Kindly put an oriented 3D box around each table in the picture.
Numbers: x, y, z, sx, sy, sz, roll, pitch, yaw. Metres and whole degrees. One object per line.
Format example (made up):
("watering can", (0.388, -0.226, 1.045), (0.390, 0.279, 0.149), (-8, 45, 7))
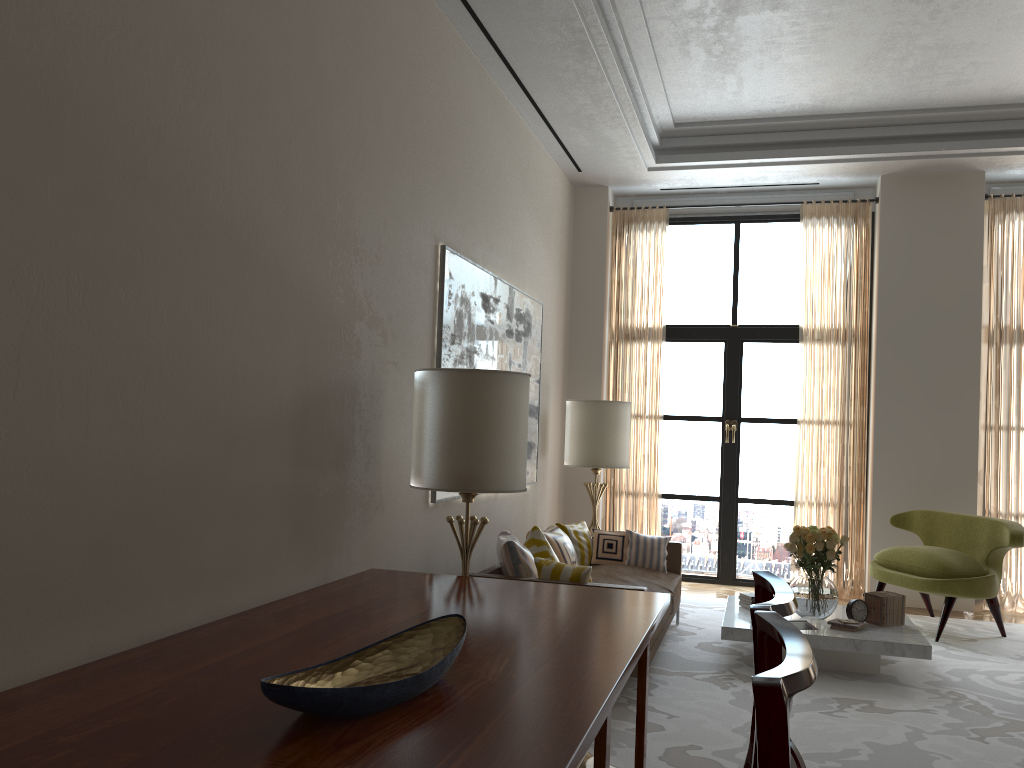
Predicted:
("table", (2.674, 2.218, 7.765), (1.583, 0.343, 1.502), (1, -3, 16))
("table", (-0.522, 1.542, 3.318), (1.800, 1.026, 3.805), (1, -3, 16))

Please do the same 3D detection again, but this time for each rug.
("rug", (3.771, 2.357, 7.026), (5.516, 0.065, 5.738), (1, -3, 16))

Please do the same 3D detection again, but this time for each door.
("door", (2.846, 0.203, 11.378), (3.257, 4.764, 0.240), (2, -1, 16))

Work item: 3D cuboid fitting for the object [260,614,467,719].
("object", (-0.438, 0.925, 2.891), (0.331, 0.164, 1.085), (1, -3, 26))

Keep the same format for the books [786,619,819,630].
("books", (2.340, 2.000, 7.427), (0.281, 0.038, 0.384), (3, -3, -11))

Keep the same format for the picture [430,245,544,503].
("picture", (-0.140, 0.011, 8.313), (0.045, 1.997, 3.065), (2, -2, 16))

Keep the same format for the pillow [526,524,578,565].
("pillow", (0.369, 1.530, 7.722), (0.403, 0.547, 0.618), (1, -2, 19))

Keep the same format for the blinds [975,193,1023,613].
("blinds", (5.926, 0.248, 10.274), (0.959, 4.871, 0.419), (2, -1, 18))

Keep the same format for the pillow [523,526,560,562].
("pillow", (0.240, 1.457, 7.169), (0.356, 0.616, 0.767), (3, -2, -30))

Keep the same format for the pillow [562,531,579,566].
("pillow", (0.413, 1.615, 8.103), (0.371, 0.565, 0.660), (2, -2, 11))

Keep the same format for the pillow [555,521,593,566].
("pillow", (0.658, 1.632, 8.937), (0.296, 0.475, 0.516), (1, -3, 37))

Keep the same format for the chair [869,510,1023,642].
("chair", (4.346, 1.949, 9.156), (1.029, 1.212, 1.791), (3, -2, -17))

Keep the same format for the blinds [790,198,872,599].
("blinds", (3.908, 0.202, 10.844), (0.873, 4.871, 0.418), (2, -1, 19))

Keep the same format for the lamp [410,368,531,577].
("lamp", (-0.299, 1.051, 5.816), (0.768, 2.253, 0.768), (3, -2, -18))

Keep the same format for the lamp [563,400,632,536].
("lamp", (0.967, 1.327, 10.301), (0.768, 2.253, 0.768), (3, -2, -21))

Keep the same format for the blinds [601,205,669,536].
("blinds", (1.606, 0.157, 11.497), (0.780, 4.883, 0.420), (2, -1, 18))

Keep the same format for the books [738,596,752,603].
("books", (2.256, 1.971, 8.124), (0.280, 0.024, 0.230), (3, -3, -19))

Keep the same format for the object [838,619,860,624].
("object", (2.803, 1.976, 7.383), (0.139, 0.019, 0.137), (2, -3, 0))

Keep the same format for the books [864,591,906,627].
("books", (3.201, 1.928, 7.619), (0.282, 0.264, 0.210), (3, -2, -24))

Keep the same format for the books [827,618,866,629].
("books", (2.788, 1.996, 7.380), (0.255, 0.026, 0.202), (0, -4, 41))

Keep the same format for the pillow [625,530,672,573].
("pillow", (1.344, 1.678, 8.797), (0.498, 0.428, 0.327), (2, -2, 4))

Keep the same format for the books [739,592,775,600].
("books", (2.249, 1.943, 8.118), (0.260, 0.030, 0.207), (3, -3, -17))

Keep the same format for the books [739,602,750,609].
("books", (2.254, 2.026, 8.120), (0.280, 0.035, 0.207), (3, -3, -17))

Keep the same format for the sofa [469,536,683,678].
("sofa", (0.689, 1.913, 7.755), (1.351, 0.819, 2.983), (1, -3, 16))

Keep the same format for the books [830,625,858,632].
("books", (2.777, 2.019, 7.382), (0.197, 0.024, 0.256), (0, -3, 33))

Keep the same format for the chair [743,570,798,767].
("chair", (0.305, 1.281, 2.439), (0.877, 1.504, 0.656), (2, -2, 16))

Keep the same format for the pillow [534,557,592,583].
("pillow", (0.394, 1.510, 6.555), (0.482, 0.432, 0.318), (1, -2, 26))

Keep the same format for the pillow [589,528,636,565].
("pillow", (1.002, 1.676, 8.931), (0.464, 0.411, 0.304), (2, -2, 14))

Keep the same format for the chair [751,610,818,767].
("chair", (0.140, 1.242, 1.813), (0.877, 1.504, 0.656), (2, -2, 16))

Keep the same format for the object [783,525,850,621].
("object", (2.659, 1.646, 7.727), (0.539, 0.821, 0.627), (2, -2, 11))

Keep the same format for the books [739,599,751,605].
("books", (2.249, 1.995, 8.111), (0.262, 0.024, 0.207), (3, -3, -21))

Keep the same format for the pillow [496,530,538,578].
("pillow", (0.056, 1.449, 6.808), (0.355, 0.576, 0.624), (2, -2, -5))

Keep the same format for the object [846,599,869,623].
("object", (2.954, 1.943, 7.579), (0.205, 0.209, 0.082), (3, -2, -23))
